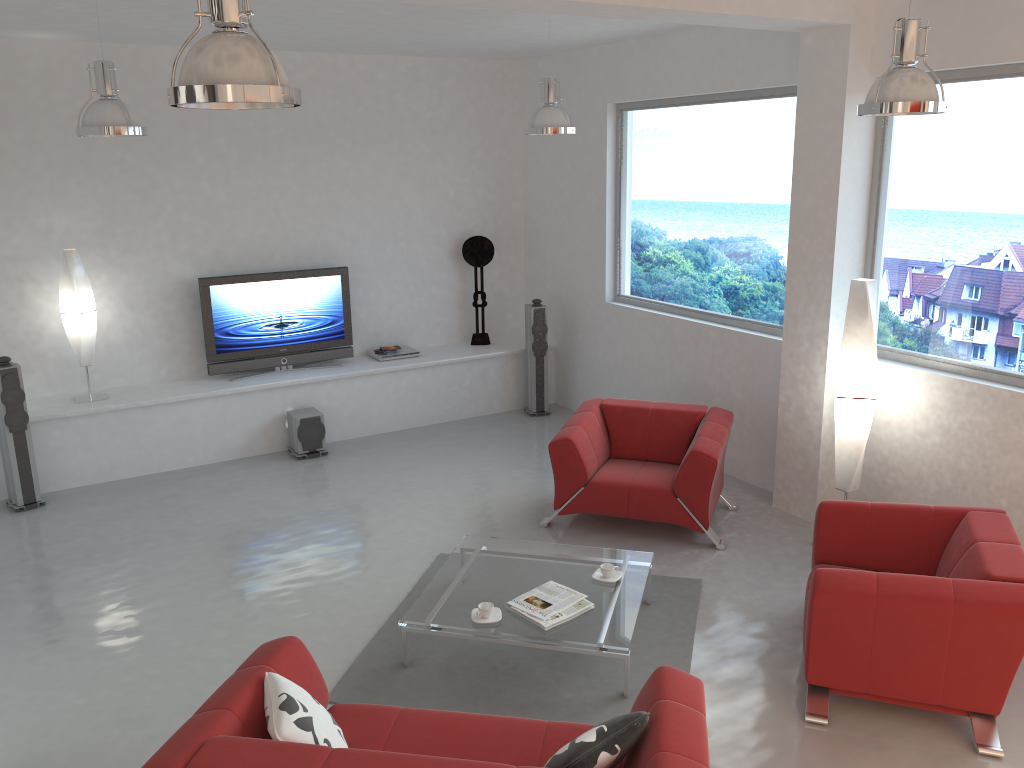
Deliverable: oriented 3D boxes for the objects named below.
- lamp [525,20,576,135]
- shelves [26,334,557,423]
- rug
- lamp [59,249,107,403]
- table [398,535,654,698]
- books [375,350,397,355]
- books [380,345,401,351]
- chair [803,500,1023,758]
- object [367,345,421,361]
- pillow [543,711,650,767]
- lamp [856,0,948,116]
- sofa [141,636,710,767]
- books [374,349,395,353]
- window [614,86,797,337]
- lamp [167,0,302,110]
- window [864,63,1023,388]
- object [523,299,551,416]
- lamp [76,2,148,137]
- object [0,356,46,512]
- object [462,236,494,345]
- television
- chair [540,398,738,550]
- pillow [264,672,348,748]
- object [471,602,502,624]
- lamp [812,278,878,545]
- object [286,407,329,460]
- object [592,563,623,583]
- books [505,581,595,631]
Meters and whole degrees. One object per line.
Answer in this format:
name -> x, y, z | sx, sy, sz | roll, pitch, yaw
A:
lamp -> 0.277, -2.245, 6.504 | 0.379, 0.800, 0.379 | 1, 15, 9
shelves -> -2.072, -0.080, 8.214 | 5.500, 0.050, 0.650 | -9, 16, -29
rug -> 0.128, 1.373, 4.877 | 1.700, 0.025, 1.700 | 3, 15, 15
lamp -> -3.542, -0.481, 7.279 | 0.263, 1.239, 0.263 | -12, 18, -37
table -> 0.129, 1.229, 4.852 | 1.162, 0.286, 1.097 | 3, 15, 15
books -> -1.245, -0.319, 8.753 | 0.135, 0.015, 0.190 | 6, 16, 24
books -> -1.201, -0.355, 8.768 | 0.190, 0.015, 0.135 | -6, 15, -19
chair -> 1.966, 1.079, 4.427 | 0.951, 0.738, 1.288 | 4, 15, 20
object -> -1.177, -0.309, 8.828 | 0.430, 0.045, 0.352 | -9, 16, -29
pillow -> 0.247, 1.287, 3.016 | 0.402, 0.343, 0.288 | -12, 18, -36
lamp -> 1.780, -1.628, 3.982 | 0.379, 0.800, 0.379 | -1, 14, -1
sofa -> -0.224, 1.444, 3.149 | 1.929, 0.738, 0.951 | 2, 15, 10
books -> -1.247, -0.334, 8.751 | 0.135, 0.015, 0.190 | 11, 18, 39
window -> 1.602, -1.422, 7.250 | 0.100, 1.800, 2.400 | -9, 16, -29
lamp -> -0.824, -1.212, 2.532 | 0.379, 0.800, 0.379 | -12, 18, -36
window -> 3.005, -0.846, 4.896 | 0.100, 1.800, 2.400 | -9, 16, -29
object -> 0.248, -0.278, 8.961 | 0.255, 1.184, 0.273 | -5, 15, -14
lamp -> -2.327, -1.829, 5.054 | 0.379, 0.800, 0.379 | -10, 17, -32
object -> -3.776, 0.364, 6.726 | 0.273, 1.184, 0.255 | 13, 20, 43
object -> -0.339, -0.964, 9.170 | 0.331, 1.130, 0.108 | -2, 14, -5
television -> -2.143, -0.573, 8.189 | 1.356, 0.919, 0.343 | -9, 16, -29
chair -> 0.942, 0.597, 6.387 | 1.288, 0.738, 0.951 | 4, 15, 20
pillow -> -0.735, 1.259, 3.193 | 0.288, 0.343, 0.402 | -7, 15, -22
object -> -0.129, 1.148, 4.469 | 0.153, 0.069, 0.153 | -2, 14, -3
lamp -> 2.179, 0.220, 5.672 | 0.313, 1.779, 0.313 | -12, 18, -37
object -> -1.838, 0.439, 7.932 | 0.336, 0.374, 0.337 | -9, 16, -29
object -> 0.523, 1.033, 4.874 | 0.153, 0.069, 0.153 | 6, 16, 26
books -> 0.194, 1.132, 4.578 | 0.367, 0.035, 0.345 | -13, 18, -38
